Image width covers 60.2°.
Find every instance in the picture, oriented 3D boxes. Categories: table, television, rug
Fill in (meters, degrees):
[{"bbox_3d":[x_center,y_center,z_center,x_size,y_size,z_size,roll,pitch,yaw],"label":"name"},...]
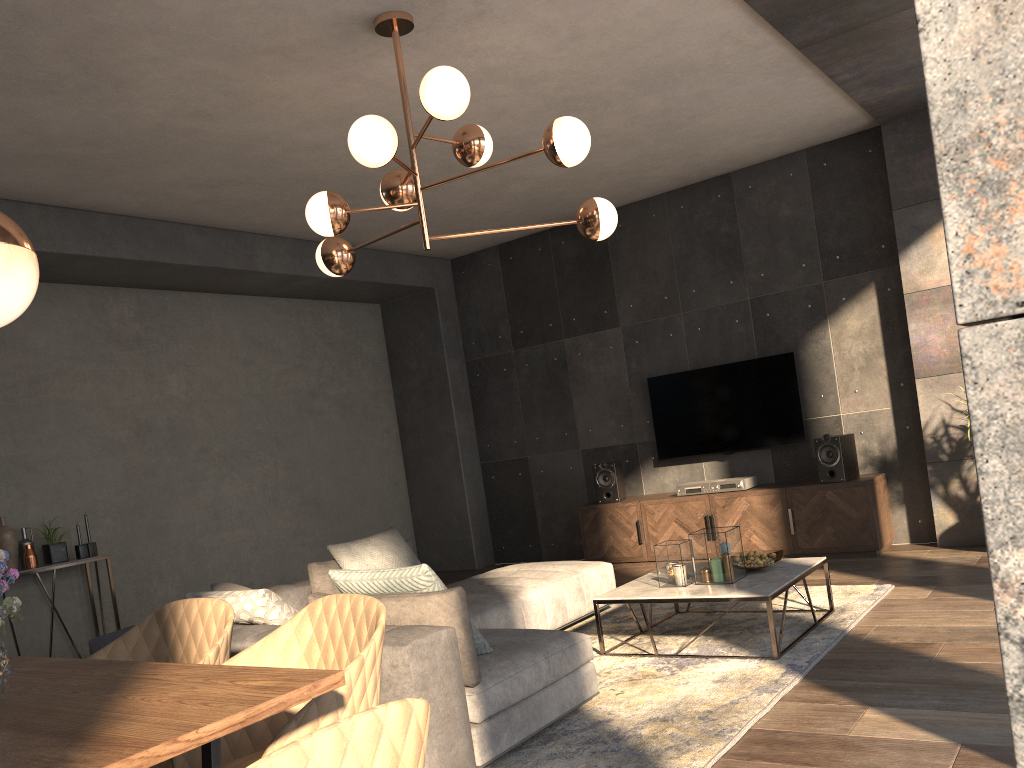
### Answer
[{"bbox_3d":[1.077,1.168,4.647,0.936,0.309,0.925,-11,-4,35],"label":"table"},{"bbox_3d":[-3.117,1.603,5.656,0.301,0.821,1.094,-8,-1,35],"label":"table"},{"bbox_3d":[-1.090,1.078,1.880,1.476,0.770,0.764,-10,-2,35],"label":"table"},{"bbox_3d":[1.732,0.214,7.213,1.274,0.737,0.057,-10,0,35],"label":"television"},{"bbox_3d":[0.662,1.376,4.443,1.741,0.020,3.127,-11,-5,35],"label":"rug"}]

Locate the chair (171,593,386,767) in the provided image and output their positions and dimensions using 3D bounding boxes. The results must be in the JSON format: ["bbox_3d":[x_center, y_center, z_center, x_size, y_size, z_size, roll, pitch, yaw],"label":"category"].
[{"bbox_3d":[-0.543,0.984,2.179,0.559,0.837,0.507,-9,0,45],"label":"chair"}]

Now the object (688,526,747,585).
[{"bbox_3d":[1.050,0.875,4.511,0.200,0.261,0.195,-9,-1,35],"label":"object"}]

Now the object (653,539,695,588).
[{"bbox_3d":[0.848,0.930,4.578,0.149,0.221,0.149,-9,0,35],"label":"object"}]

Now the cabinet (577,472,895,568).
[{"bbox_3d":[1.706,1.127,7.072,2.424,0.551,0.537,-11,-2,35],"label":"cabinet"}]

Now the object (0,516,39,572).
[{"bbox_3d":[-3.261,1.008,5.581,0.226,0.390,0.558,-8,-2,30],"label":"object"}]

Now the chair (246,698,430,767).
[{"bbox_3d":[-0.356,0.900,1.345,0.513,0.837,0.551,-8,0,40],"label":"chair"}]

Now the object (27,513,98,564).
[{"bbox_3d":[-3.021,1.019,5.895,0.400,0.338,0.316,-8,-1,-13],"label":"object"}]

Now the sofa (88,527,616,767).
[{"bbox_3d":[-0.300,1.135,4.572,2.037,0.784,2.895,-11,-4,35],"label":"sofa"}]

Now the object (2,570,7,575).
[{"bbox_3d":[-3.270,1.184,5.484,0.231,0.031,0.227,-12,-5,41],"label":"object"}]

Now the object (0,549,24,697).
[{"bbox_3d":[-1.202,0.497,1.848,0.298,0.409,0.328,-8,-1,5],"label":"object"}]

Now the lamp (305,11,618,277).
[{"bbox_3d":[-0.370,-1.078,3.740,1.467,1.039,1.013,-9,-1,11],"label":"lamp"}]

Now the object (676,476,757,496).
[{"bbox_3d":[1.620,0.813,7.008,0.577,0.087,0.269,-11,-4,35],"label":"object"}]

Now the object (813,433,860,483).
[{"bbox_3d":[2.364,0.530,6.440,0.247,0.354,0.199,-8,0,-45],"label":"object"}]

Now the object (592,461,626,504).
[{"bbox_3d":[0.829,0.830,7.545,0.199,0.354,0.248,-8,0,20],"label":"object"}]

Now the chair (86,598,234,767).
[{"bbox_3d":[-1.039,1.080,2.532,0.558,0.837,0.507,-8,0,30],"label":"chair"}]

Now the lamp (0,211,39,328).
[{"bbox_3d":[-1.097,-0.860,1.603,0.240,1.546,0.237,-7,2,41],"label":"lamp"}]

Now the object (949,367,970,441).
[{"bbox_3d":[3.257,0.394,5.653,1.019,1.362,0.956,-8,0,-24],"label":"object"}]

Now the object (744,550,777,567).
[{"bbox_3d":[1.276,0.948,4.711,0.279,0.072,0.322,-10,-4,24],"label":"object"}]

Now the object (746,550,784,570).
[{"bbox_3d":[1.273,0.945,4.703,0.348,0.084,0.346,-9,-4,13],"label":"object"}]
